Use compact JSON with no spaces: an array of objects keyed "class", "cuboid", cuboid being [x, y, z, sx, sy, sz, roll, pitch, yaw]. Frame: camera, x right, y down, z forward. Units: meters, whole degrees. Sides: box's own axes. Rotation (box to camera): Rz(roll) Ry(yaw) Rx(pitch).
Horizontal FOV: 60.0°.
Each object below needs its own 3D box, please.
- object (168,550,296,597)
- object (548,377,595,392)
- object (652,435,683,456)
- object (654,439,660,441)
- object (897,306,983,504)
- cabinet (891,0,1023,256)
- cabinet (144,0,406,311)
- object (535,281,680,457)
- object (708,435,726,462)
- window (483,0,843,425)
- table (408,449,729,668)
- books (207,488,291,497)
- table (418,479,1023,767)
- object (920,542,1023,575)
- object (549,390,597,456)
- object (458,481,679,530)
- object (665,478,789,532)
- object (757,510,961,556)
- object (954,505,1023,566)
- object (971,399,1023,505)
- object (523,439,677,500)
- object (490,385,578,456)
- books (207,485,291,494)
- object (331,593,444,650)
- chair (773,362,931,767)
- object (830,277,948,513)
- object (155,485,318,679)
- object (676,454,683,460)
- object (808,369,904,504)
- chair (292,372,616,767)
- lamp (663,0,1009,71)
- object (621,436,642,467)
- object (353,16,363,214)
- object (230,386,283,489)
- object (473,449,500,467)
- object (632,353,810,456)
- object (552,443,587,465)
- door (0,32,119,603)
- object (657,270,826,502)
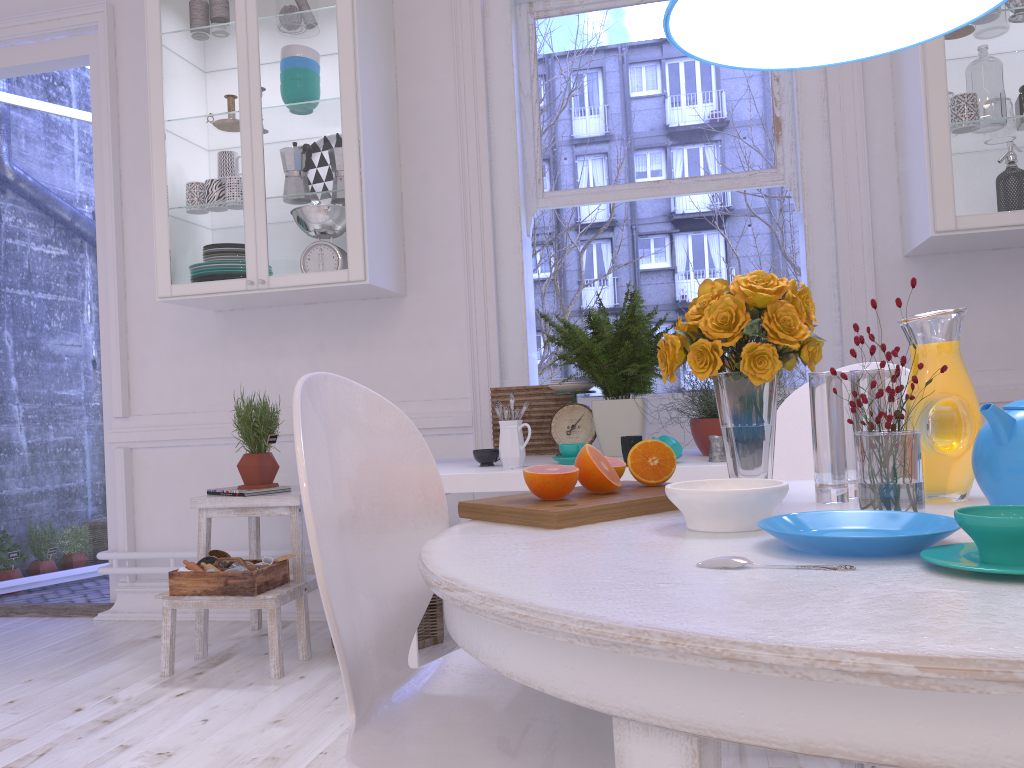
[{"class":"object","cuboid":[-0.881,0.596,2.814,0.358,0.110,0.211,-3,-1,15]},{"class":"object","cuboid":[0.198,0.002,2.882,0.163,0.047,0.164,-2,-2,-28]},{"class":"object","cuboid":[0.407,0.164,2.327,0.069,0.059,0.082,-3,-1,-10]},{"class":"object","cuboid":[0.369,0.173,2.323,0.069,0.058,0.080,-2,-1,-15]},{"class":"object","cuboid":[0.595,0.027,1.232,0.094,0.267,0.116,-4,-2,39]},{"class":"cabinet","cuboid":[1.665,-1.118,2.763,0.823,1.311,0.425,-3,-1,12]},{"class":"cabinet","cuboid":[-0.889,-0.976,3.327,0.823,1.311,0.425,-3,-1,12]},{"class":"object","cuboid":[0.314,-0.042,2.727,0.438,0.527,0.368,-3,-1,12]},{"class":"object","cuboid":[0.539,0.166,2.290,0.066,0.067,0.052,-3,-1,13]},{"class":"window","cuboid":[0.546,-0.743,3.352,1.234,1.782,0.181,-3,-1,12]},{"class":"table","cuboid":[0.424,0.523,2.569,1.514,0.619,0.736,-3,-1,12]},{"class":"books","cuboid":[-0.910,0.371,3.069,0.246,0.011,0.180,-4,-2,42]},{"class":"table","cuboid":[0.477,0.477,1.042,1.140,0.629,1.140,-4,-2,41]},{"class":"object","cuboid":[0.430,0.152,0.759,0.147,0.011,0.147,-3,-1,15]},{"class":"object","cuboid":[0.206,0.128,2.867,0.159,0.208,0.185,-3,-1,12]},{"class":"object","cuboid":[0.125,0.175,1.319,0.347,0.024,0.224,-2,-2,-38]},{"class":"object","cuboid":[0.262,0.147,1.081,0.147,0.052,0.147,-2,-2,-35]},{"class":"object","cuboid":[0.353,0.153,0.907,0.196,0.023,0.196,-3,-1,0]},{"class":"object","cuboid":[0.429,0.131,0.760,0.088,0.043,0.088,-3,-2,20]},{"class":"object","cuboid":[0.629,0.078,1.054,0.156,0.151,0.150,-3,-1,16]},{"class":"object","cuboid":[0.119,0.127,1.346,0.285,0.075,0.129,-2,-2,-41]},{"class":"object","cuboid":[0.077,0.124,3.005,0.294,0.237,0.028,-3,-1,12]},{"class":"books","cuboid":[-0.911,0.363,3.069,0.246,0.007,0.180,-4,-2,42]},{"class":"object","cuboid":[-0.428,0.752,3.015,0.276,0.270,0.276,-1,-2,-44]},{"class":"chair","cuboid":[0.571,0.383,1.735,0.483,0.845,0.604,-2,-2,-32]},{"class":"object","cuboid":[0.458,0.020,1.065,0.128,0.287,0.128,-3,-1,14]},{"class":"object","cuboid":[-0.850,0.640,3.019,0.418,0.534,0.599,-3,-1,12]},{"class":"object","cuboid":[0.386,0.198,2.323,0.121,0.021,0.121,-2,-2,-37]},{"class":"object","cuboid":[0.499,0.074,1.279,0.101,0.186,0.122,-4,-2,42]},{"class":"chair","cuboid":[0.014,0.393,1.047,0.483,0.845,0.604,-3,-1,12]},{"class":"lamp","cuboid":[0.483,-1.585,1.459,0.568,1.948,0.568,-2,-2,-43]},{"class":"object","cuboid":[0.305,0.173,2.276,0.055,0.077,0.070,-4,-2,38]},{"class":"object","cuboid":[-0.885,-0.975,3.348,0.811,0.651,0.376,-3,-1,12]},{"class":"object","cuboid":[-0.871,0.172,3.052,0.186,0.367,0.196,-2,-2,-33]},{"class":"object","cuboid":[-0.073,0.214,2.568,0.079,0.048,0.082,-2,-2,-28]},{"class":"object","cuboid":[0.647,0.035,2.554,0.668,0.367,0.531,-4,-2,37]},{"class":"object","cuboid":[0.172,0.195,2.481,0.121,0.055,0.121,-2,-2,-37]},{"class":"door","cuboid":[-2.051,-0.239,4.363,1.009,2.474,1.021,-3,-1,12]},{"class":"object","cuboid":[0.349,0.000,1.322,0.234,0.351,0.235,-2,-2,-23]}]
